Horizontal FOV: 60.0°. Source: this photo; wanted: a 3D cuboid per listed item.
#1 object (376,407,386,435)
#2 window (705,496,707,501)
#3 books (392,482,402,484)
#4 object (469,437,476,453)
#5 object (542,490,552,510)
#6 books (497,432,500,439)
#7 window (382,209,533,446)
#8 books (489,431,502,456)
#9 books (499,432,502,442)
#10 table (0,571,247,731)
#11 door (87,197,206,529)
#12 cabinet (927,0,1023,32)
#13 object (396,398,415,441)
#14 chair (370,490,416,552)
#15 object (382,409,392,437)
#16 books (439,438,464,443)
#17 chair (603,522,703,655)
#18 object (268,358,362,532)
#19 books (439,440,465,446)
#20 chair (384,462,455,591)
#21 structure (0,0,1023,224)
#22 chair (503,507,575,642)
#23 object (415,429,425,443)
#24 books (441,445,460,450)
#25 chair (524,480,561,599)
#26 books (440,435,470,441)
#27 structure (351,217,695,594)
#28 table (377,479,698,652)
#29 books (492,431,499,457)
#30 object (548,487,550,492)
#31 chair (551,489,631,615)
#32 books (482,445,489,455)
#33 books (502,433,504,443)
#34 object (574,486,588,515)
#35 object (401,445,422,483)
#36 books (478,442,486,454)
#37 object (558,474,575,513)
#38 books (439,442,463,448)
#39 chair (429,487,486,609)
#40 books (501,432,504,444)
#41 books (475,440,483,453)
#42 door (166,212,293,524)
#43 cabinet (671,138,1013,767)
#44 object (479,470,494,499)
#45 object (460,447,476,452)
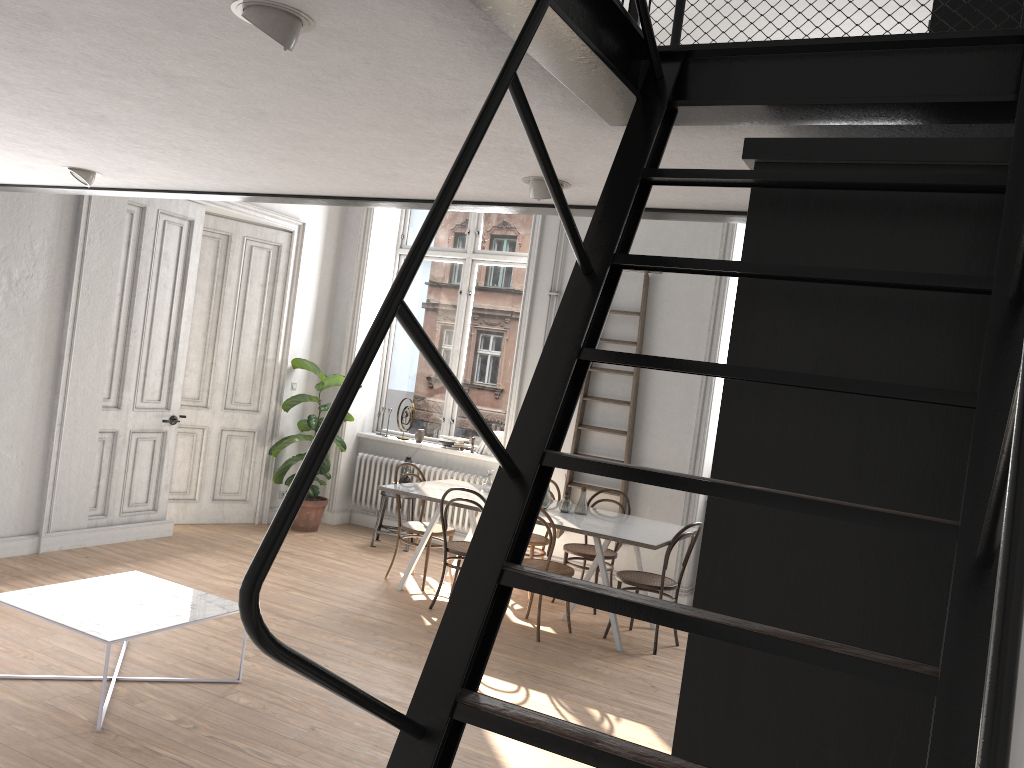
[{"bbox_3d":[-1.345,0.385,9.187,0.095,0.289,0.095,7,1,-32],"label":"object"},{"bbox_3d":[10.250,-3.749,7.088,14.378,15.938,26.407,8,1,27],"label":"window"},{"bbox_3d":[-1.007,0.947,8.351,0.221,0.027,0.147,7,1,-31],"label":"books"},{"bbox_3d":[-0.380,0.591,8.608,0.048,0.153,0.088,8,1,-3],"label":"object"},{"bbox_3d":[0.239,0.715,6.652,0.156,0.446,0.157,9,2,45],"label":"object"},{"bbox_3d":[-0.106,0.583,8.543,0.019,0.244,0.174,8,1,27],"label":"books"},{"bbox_3d":[-0.470,-0.831,8.977,1.621,2.843,0.013,8,1,27],"label":"window"},{"bbox_3d":[-0.158,0.575,8.594,0.024,0.243,0.175,8,1,27],"label":"books"},{"bbox_3d":[-0.081,0.586,8.550,0.019,0.244,0.174,8,1,27],"label":"books"},{"bbox_3d":[-1.930,1.261,4.359,0.849,0.392,0.849,8,1,27],"label":"table"},{"bbox_3d":[-3.041,-0.143,7.036,0.216,2.815,1.097,8,1,28],"label":"door"},{"bbox_3d":[2.199,0.207,4.842,0.634,3.584,3.252,8,1,27],"label":"cabinet"},{"bbox_3d":[-1.081,0.354,9.015,0.087,0.425,0.347,7,1,-31],"label":"object"},{"bbox_3d":[-1.094,1.262,8.338,0.364,0.523,0.360,8,1,0],"label":"chair"},{"bbox_3d":[-1.267,0.397,9.083,0.095,0.289,0.095,7,1,-41],"label":"object"},{"bbox_3d":[-0.597,0.559,8.761,0.205,0.020,0.155,8,1,17],"label":"books"},{"bbox_3d":[0.998,1.371,6.239,0.549,0.921,0.438,9,1,39],"label":"chair"},{"bbox_3d":[0.249,0.792,7.173,5.824,1.842,0.792,8,1,32],"label":"object"},{"bbox_3d":[-0.597,0.580,8.773,0.221,0.023,0.147,8,1,43],"label":"books"},{"bbox_3d":[-0.714,1.129,7.135,0.549,0.921,0.438,8,1,35],"label":"chair"},{"bbox_3d":[-1.754,-1.573,2.449,5.924,1.213,4.159,8,1,27],"label":"structure"},{"bbox_3d":[0.190,1.263,6.176,0.437,0.921,0.549,9,1,38],"label":"chair"},{"bbox_3d":[-0.931,0.518,8.928,0.100,0.142,0.102,8,1,1],"label":"object"},{"bbox_3d":[-0.608,0.624,8.782,0.147,0.023,0.221,8,1,-14],"label":"books"},{"bbox_3d":[0.116,1.239,7.307,0.437,0.921,0.549,8,1,25],"label":"chair"},{"bbox_3d":[-0.568,0.538,8.770,0.243,0.019,0.174,8,1,37],"label":"books"},{"bbox_3d":[0.904,-0.453,7.814,5.179,4.474,0.340,8,1,27],"label":"structure"},{"bbox_3d":[0.150,1.321,6.718,2.199,0.780,1.100,8,1,27],"label":"table"},{"bbox_3d":[-0.130,0.580,8.545,0.024,0.243,0.175,8,1,27],"label":"books"},{"bbox_3d":[0.247,0.810,6.823,0.098,0.255,0.100,8,1,4],"label":"object"},{"bbox_3d":[0.658,1.315,7.120,0.437,0.921,0.549,8,1,34],"label":"chair"},{"bbox_3d":[-0.212,0.587,8.598,0.072,0.203,0.155,8,1,27],"label":"books"},{"bbox_3d":[-0.051,0.590,8.515,0.019,0.244,0.174,8,1,27],"label":"books"},{"bbox_3d":[0.531,0.872,6.671,0.101,0.212,0.101,7,1,-24],"label":"object"},{"bbox_3d":[-0.958,0.749,8.368,0.163,0.383,0.154,8,1,0],"label":"object"},{"bbox_3d":[-0.233,0.568,8.608,0.100,0.235,0.174,8,1,27],"label":"books"},{"bbox_3d":[0.413,0.821,6.648,0.106,0.283,0.107,8,1,22],"label":"object"},{"bbox_3d":[-0.601,0.602,8.776,0.155,0.022,0.205,7,1,-43],"label":"books"},{"bbox_3d":[-0.311,1.192,6.471,0.437,0.921,0.549,8,1,22],"label":"chair"},{"bbox_3d":[-0.060,0.589,8.544,0.024,0.243,0.175,8,1,27],"label":"books"},{"bbox_3d":[-0.268,0.583,8.629,0.105,0.194,0.155,8,1,26],"label":"books"},{"bbox_3d":[-2.668,-0.106,8.149,1.097,2.815,0.216,7,1,-38],"label":"door"},{"bbox_3d":[0.963,0.679,2.550,0.633,2.372,1.401,8,1,27],"label":"cabinet"},{"bbox_3d":[-0.182,0.771,6.816,0.132,0.219,0.132,8,1,16],"label":"object"},{"bbox_3d":[-0.438,0.634,8.697,0.153,0.048,0.088,7,1,-23],"label":"object"}]
